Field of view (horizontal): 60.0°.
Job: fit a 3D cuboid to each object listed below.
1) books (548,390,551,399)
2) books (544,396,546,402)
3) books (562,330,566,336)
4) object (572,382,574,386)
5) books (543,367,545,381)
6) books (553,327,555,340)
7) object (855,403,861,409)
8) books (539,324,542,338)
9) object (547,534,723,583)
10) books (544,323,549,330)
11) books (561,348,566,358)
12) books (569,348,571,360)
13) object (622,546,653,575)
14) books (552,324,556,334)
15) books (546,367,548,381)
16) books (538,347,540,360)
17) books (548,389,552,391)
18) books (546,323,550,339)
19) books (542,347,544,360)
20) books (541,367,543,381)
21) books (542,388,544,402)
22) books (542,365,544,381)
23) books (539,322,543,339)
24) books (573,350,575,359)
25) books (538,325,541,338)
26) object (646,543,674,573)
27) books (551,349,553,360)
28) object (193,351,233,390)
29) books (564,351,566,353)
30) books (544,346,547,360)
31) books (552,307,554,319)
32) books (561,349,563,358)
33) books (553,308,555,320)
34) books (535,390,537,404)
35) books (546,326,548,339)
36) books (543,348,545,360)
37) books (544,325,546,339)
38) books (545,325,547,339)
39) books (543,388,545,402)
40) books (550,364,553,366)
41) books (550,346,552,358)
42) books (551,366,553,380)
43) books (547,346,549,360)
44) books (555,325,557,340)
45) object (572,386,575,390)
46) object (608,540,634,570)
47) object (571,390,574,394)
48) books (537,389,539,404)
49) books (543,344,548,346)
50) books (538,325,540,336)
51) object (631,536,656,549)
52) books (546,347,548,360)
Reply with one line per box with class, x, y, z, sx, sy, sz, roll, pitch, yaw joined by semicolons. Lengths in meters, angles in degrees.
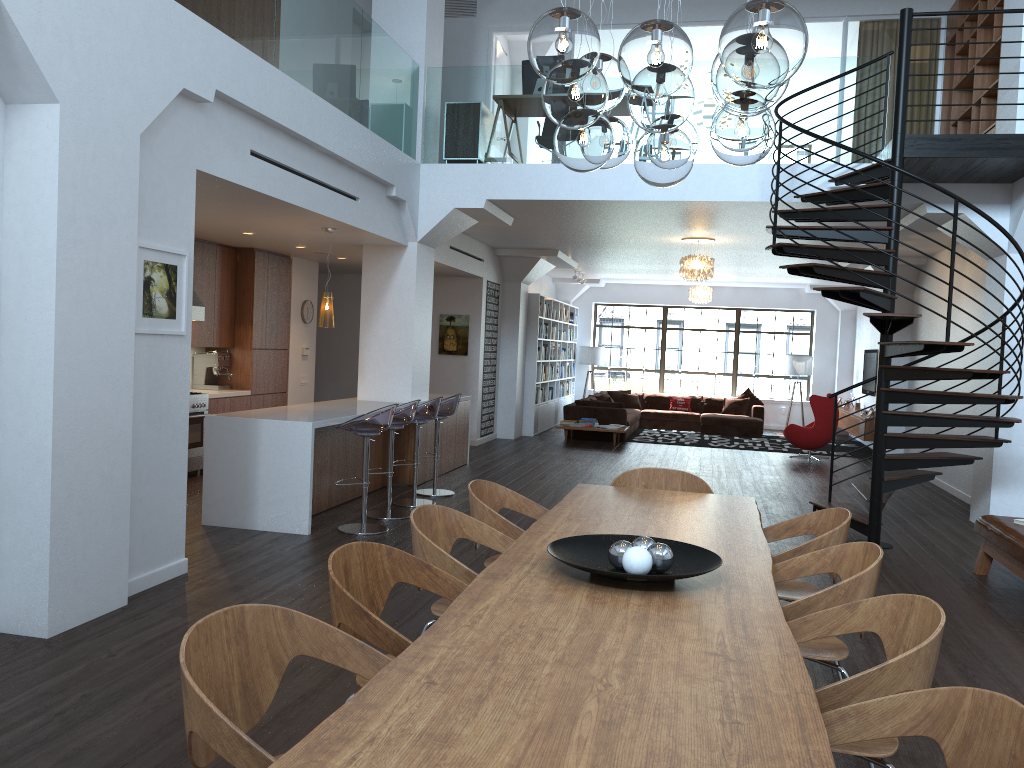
books;0.665;0.207;16.689;0.128;0.178;0.021;3;2;12
books;0.517;0.198;16.066;0.174;0.236;0.142;3;2;12
books;1.019;-0.991;18.040;0.140;0.231;0.042;3;2;12
object;1.163;-0.005;19.161;0.316;0.088;0.410;3;2;12
books;0.504;-0.181;15.908;0.171;0.246;0.057;3;2;12
books;0.709;-0.954;16.641;0.170;0.245;0.057;3;2;12
object;6.487;0.413;16.636;0.089;0.110;0.089;1;3;-32
books;0.409;-0.907;15.267;0.174;0.242;0.105;3;2;12
object;0.414;0.609;3.028;0.592;0.066;0.592;1;3;-30
books;0.562;-0.955;16.067;0.198;0.284;0.049;3;2;12
books;1.026;-0.615;18.104;0.140;0.231;0.042;3;2;12
books;1.143;-0.645;18.685;0.183;0.253;0.042;3;2;12
object;0.414;0.587;2.931;0.100;0.100;0.100;1;3;-32
books;0.736;-0.980;16.766;0.176;0.290;0.053;3;2;12
books;0.561;-0.193;16.154;0.183;0.253;0.034;3;2;12
books;0.415;-0.527;15.363;0.140;0.231;0.042;3;2;12
books;0.671;0.193;16.751;0.146;0.202;0.027;3;2;12
books;0.590;-0.959;16.113;0.176;0.291;0.053;3;2;12
books;0.467;-0.541;15.631;0.174;0.239;0.045;3;2;12
books;0.456;-0.174;15.705;0.171;0.246;0.057;3;2;12
books;0.474;0.191;15.895;0.180;0.259;0.042;3;2;12
books;0.472;-0.199;15.785;0.176;0.290;0.053;3;2;12
books;0.435;-0.933;15.339;0.176;0.290;0.053;3;2;12
books;1.271;-0.642;19.235;0.182;0.215;0.188;3;2;12
books;0.394;-0.901;15.185;0.172;0.235;0.112;3;2;12
object;0.496;0.586;2.991;0.100;0.100;0.100;1;3;-32
books;0.684;-0.555;16.599;0.161;0.207;0.135;3;2;12
object;-3.368;-0.156;10.140;0.439;0.455;0.284;3;2;12
books;1.033;-0.581;18.068;0.107;0.167;0.017;3;2;12
books;0.522;-0.555;15.873;0.182;0.253;0.034;3;2;12
books;0.709;-1.315;16.553;0.140;0.231;0.042;3;2;12
books;0.944;-0.591;17.745;0.140;0.206;0.042;3;2;12
books;0.715;-1.314;16.602;0.158;0.226;0.052;3;2;12
books;0.331;0.224;15.203;0.174;0.240;0.054;3;2;12
books;0.554;-0.929;15.952;0.174;0.240;0.054;3;2;12
books;0.495;-0.536;15.747;0.161;0.223;0.027;3;2;12
books;0.508;-0.926;15.772;0.171;0.246;0.039;3;2;12
books;0.520;-0.932;15.844;0.183;0.253;0.042;3;2;12
books;0.498;0.192;15.978;0.183;0.253;0.042;3;2;12
books;0.676;-0.227;16.677;0.176;0.290;0.036;3;2;12
books;0.647;-0.575;16.482;0.183;0.253;0.042;3;2;12
books;0.677;-0.207;16.642;0.183;0.253;0.034;3;2;12
books;0.566;-0.560;16.041;0.182;0.253;0.034;3;2;12
books;0.745;-0.979;16.826;0.197;0.283;0.065;3;2;12
object;1.166;0.083;19.163;0.331;0.088;0.410;3;2;12
object;0.377;0.585;3.028;0.100;0.100;0.100;1;3;-32
object;1.162;0.171;19.167;0.331;0.088;0.410;3;2;12
books;0.365;0.211;15.395;0.180;0.251;0.048;3;2;12
books;0.570;-0.581;16.104;0.176;0.294;0.102;3;2;12
books;0.385;-0.898;15.154;0.152;0.232;0.104;3;2;12
object;0.459;0.581;3.085;0.100;0.100;0.100;1;3;-32
books;0.545;-0.551;15.971;0.174;0.239;0.045;3;2;12
